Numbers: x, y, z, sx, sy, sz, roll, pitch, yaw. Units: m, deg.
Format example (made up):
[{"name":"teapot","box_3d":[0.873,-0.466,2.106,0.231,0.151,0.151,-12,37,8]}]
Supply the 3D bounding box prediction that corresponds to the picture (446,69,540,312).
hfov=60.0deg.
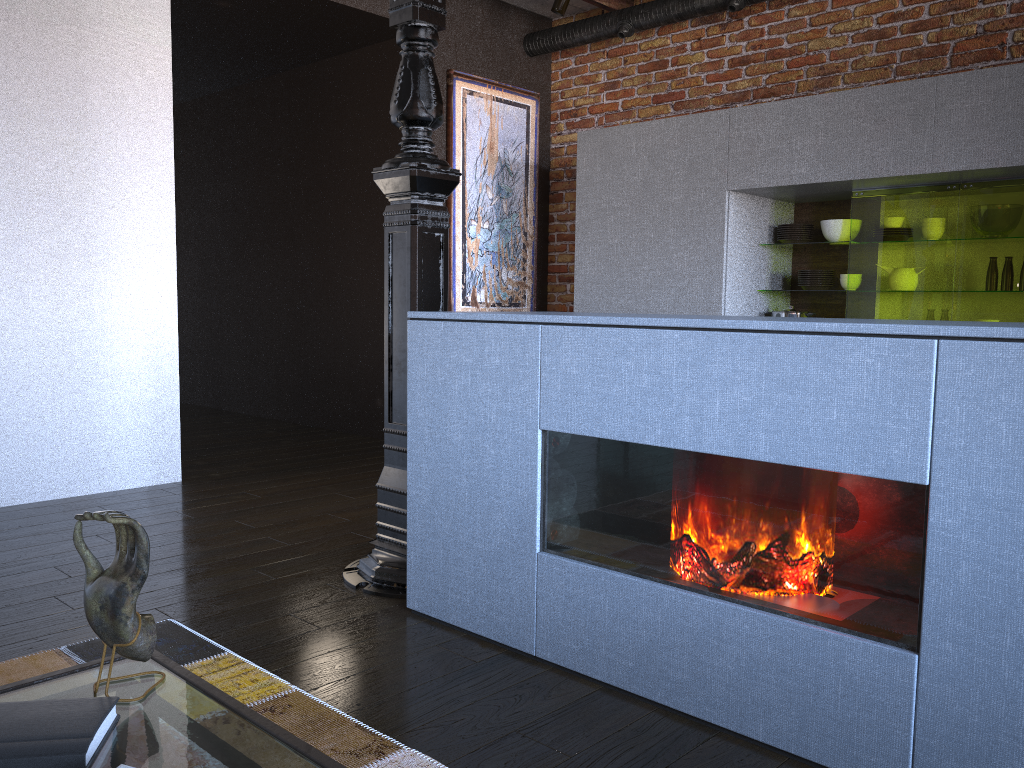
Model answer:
[{"name":"picture","box_3d":[-0.116,-1.140,5.553,0.067,1.471,0.780,6,8,43]}]

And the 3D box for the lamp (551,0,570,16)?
[{"name":"lamp","box_3d":[0.286,-2.208,5.059,0.130,0.207,0.091,2,6,15]}]

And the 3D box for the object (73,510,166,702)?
[{"name":"object","box_3d":[-0.465,0.250,1.033,0.099,0.223,0.093,0,6,-7]}]

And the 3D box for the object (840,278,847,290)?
[{"name":"object","box_3d":[1.670,-0.491,4.378,0.100,0.059,0.100,-3,6,-32]}]

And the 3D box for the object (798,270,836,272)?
[{"name":"object","box_3d":[1.542,-0.561,4.484,0.180,0.027,0.180,2,5,12]}]

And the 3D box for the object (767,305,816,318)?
[{"name":"object","box_3d":[1.421,-0.313,4.521,0.193,0.178,0.208,0,5,-5]}]

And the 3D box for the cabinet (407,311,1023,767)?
[{"name":"cabinet","box_3d":[0.993,0.314,1.653,2.959,0.844,0.607,6,7,43]}]

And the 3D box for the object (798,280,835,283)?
[{"name":"object","box_3d":[1.541,-0.508,4.489,0.180,0.027,0.180,2,5,12]}]

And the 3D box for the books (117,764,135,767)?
[{"name":"books","box_3d":[-0.285,0.384,0.644,0.225,0.038,0.308,2,5,13]}]

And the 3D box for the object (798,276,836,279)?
[{"name":"object","box_3d":[1.541,-0.530,4.487,0.180,0.027,0.180,2,5,12]}]

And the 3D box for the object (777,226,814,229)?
[{"name":"object","box_3d":[1.454,-0.791,4.548,0.180,0.027,0.180,2,5,12]}]

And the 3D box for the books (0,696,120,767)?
[{"name":"books","box_3d":[-0.512,0.359,0.907,0.182,0.029,0.129,0,5,-9]}]

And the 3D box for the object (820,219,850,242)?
[{"name":"object","box_3d":[1.628,-0.751,4.396,0.191,0.113,0.191,-3,7,-38]}]

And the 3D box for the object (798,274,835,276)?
[{"name":"object","box_3d":[1.541,-0.540,4.486,0.180,0.027,0.180,2,5,12]}]

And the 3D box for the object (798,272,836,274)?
[{"name":"object","box_3d":[1.541,-0.551,4.485,0.180,0.027,0.180,2,5,12]}]

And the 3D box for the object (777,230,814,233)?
[{"name":"object","box_3d":[1.453,-0.769,4.550,0.180,0.027,0.180,2,5,12]}]

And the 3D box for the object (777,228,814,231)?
[{"name":"object","box_3d":[1.453,-0.780,4.549,0.180,0.027,0.180,2,5,12]}]

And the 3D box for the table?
[{"name":"table","box_3d":[-0.468,0.589,0.661,0.848,0.389,0.842,6,7,43]}]

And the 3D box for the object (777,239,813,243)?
[{"name":"object","box_3d":[1.453,-0.727,4.554,0.180,0.027,0.180,2,5,12]}]

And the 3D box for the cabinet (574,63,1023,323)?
[{"name":"cabinet","box_3d":[2.107,-0.353,3.791,4.172,1.809,0.713,6,7,43]}]

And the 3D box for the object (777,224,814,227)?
[{"name":"object","box_3d":[1.454,-0.801,4.547,0.180,0.027,0.180,2,5,12]}]

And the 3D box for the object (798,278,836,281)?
[{"name":"object","box_3d":[1.541,-0.519,4.488,0.180,0.027,0.180,2,5,12]}]

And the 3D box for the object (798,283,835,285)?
[{"name":"object","box_3d":[1.541,-0.497,4.490,0.180,0.027,0.180,2,5,12]}]

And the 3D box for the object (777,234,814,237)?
[{"name":"object","box_3d":[1.453,-0.748,4.552,0.180,0.027,0.180,2,5,12]}]

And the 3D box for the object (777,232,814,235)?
[{"name":"object","box_3d":[1.453,-0.759,4.551,0.180,0.027,0.180,2,5,12]}]

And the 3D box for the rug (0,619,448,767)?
[{"name":"rug","box_3d":[-0.548,0.760,1.082,2.363,0.013,1.431,6,7,43]}]

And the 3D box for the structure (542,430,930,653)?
[{"name":"structure","box_3d":[0.507,0.308,1.949,0.943,0.394,0.332,6,7,43]}]

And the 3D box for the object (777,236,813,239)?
[{"name":"object","box_3d":[1.453,-0.737,4.553,0.180,0.027,0.180,2,5,12]}]

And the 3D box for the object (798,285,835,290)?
[{"name":"object","box_3d":[1.541,-0.487,4.491,0.180,0.027,0.180,2,5,12]}]

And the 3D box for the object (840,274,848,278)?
[{"name":"object","box_3d":[1.670,-0.511,4.376,0.100,0.059,0.100,-3,6,-32]}]
